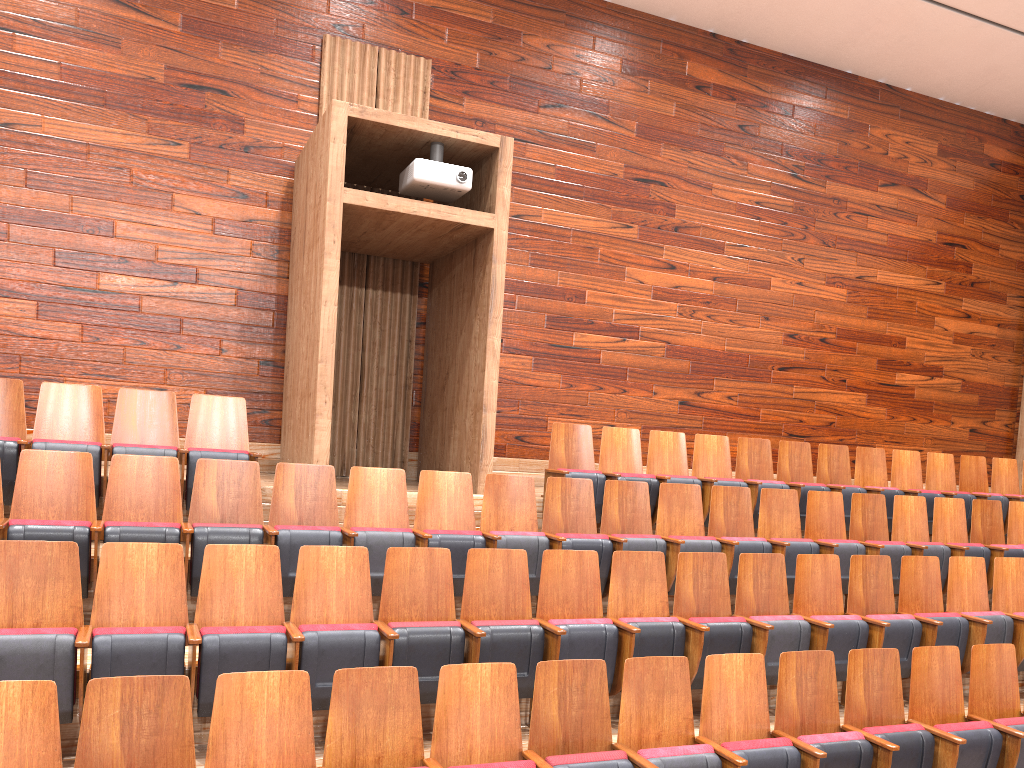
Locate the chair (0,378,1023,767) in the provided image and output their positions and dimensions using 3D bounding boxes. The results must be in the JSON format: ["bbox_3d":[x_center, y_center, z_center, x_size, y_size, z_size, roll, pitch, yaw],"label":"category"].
[{"bbox_3d":[0.071,0.189,0.213,1.187,0.374,0.768,5,-3,-23],"label":"chair"}]

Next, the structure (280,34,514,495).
[{"bbox_3d":[-0.084,-0.093,0.610,0.117,0.330,0.143,3,3,-23],"label":"structure"}]

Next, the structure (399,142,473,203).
[{"bbox_3d":[-0.048,-0.138,0.561,0.038,0.031,0.041,4,-1,-23],"label":"structure"}]

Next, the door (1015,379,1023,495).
[{"bbox_3d":[0.593,0.018,0.899,0.024,0.241,0.139,2,2,-23],"label":"door"}]
